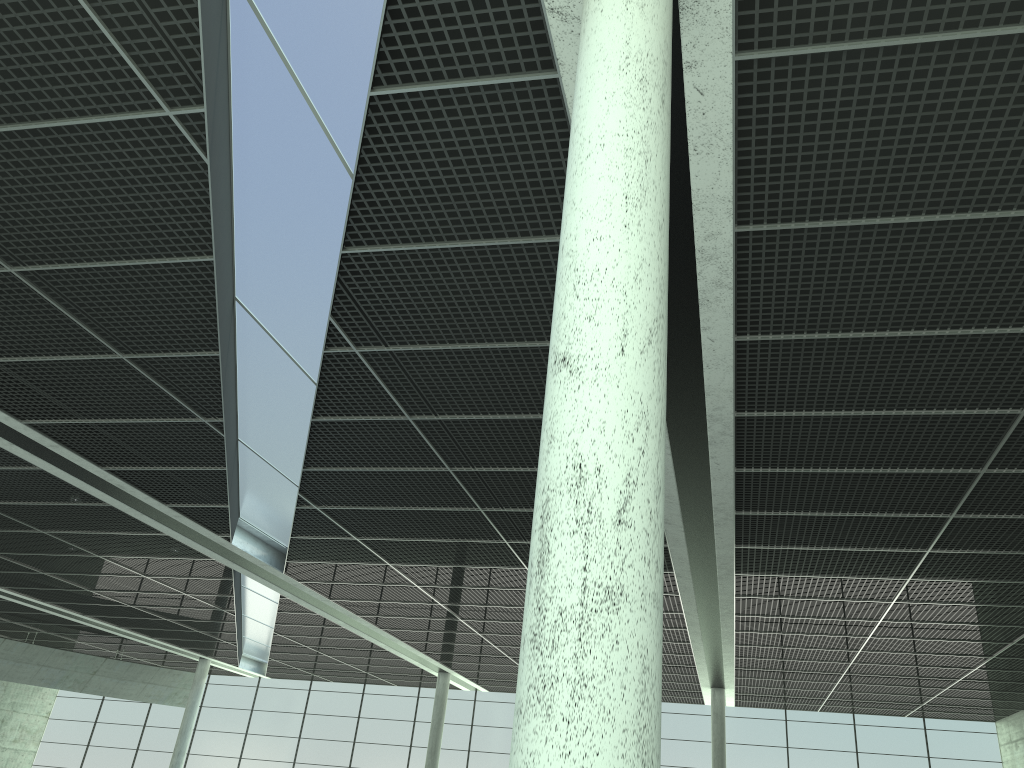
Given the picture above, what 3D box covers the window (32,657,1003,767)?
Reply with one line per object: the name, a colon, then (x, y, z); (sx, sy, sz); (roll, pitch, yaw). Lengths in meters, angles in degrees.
window: (-15.082, 17.487, 47.552); (99.899, 16.088, 100.405); (-1, -29, 13)
